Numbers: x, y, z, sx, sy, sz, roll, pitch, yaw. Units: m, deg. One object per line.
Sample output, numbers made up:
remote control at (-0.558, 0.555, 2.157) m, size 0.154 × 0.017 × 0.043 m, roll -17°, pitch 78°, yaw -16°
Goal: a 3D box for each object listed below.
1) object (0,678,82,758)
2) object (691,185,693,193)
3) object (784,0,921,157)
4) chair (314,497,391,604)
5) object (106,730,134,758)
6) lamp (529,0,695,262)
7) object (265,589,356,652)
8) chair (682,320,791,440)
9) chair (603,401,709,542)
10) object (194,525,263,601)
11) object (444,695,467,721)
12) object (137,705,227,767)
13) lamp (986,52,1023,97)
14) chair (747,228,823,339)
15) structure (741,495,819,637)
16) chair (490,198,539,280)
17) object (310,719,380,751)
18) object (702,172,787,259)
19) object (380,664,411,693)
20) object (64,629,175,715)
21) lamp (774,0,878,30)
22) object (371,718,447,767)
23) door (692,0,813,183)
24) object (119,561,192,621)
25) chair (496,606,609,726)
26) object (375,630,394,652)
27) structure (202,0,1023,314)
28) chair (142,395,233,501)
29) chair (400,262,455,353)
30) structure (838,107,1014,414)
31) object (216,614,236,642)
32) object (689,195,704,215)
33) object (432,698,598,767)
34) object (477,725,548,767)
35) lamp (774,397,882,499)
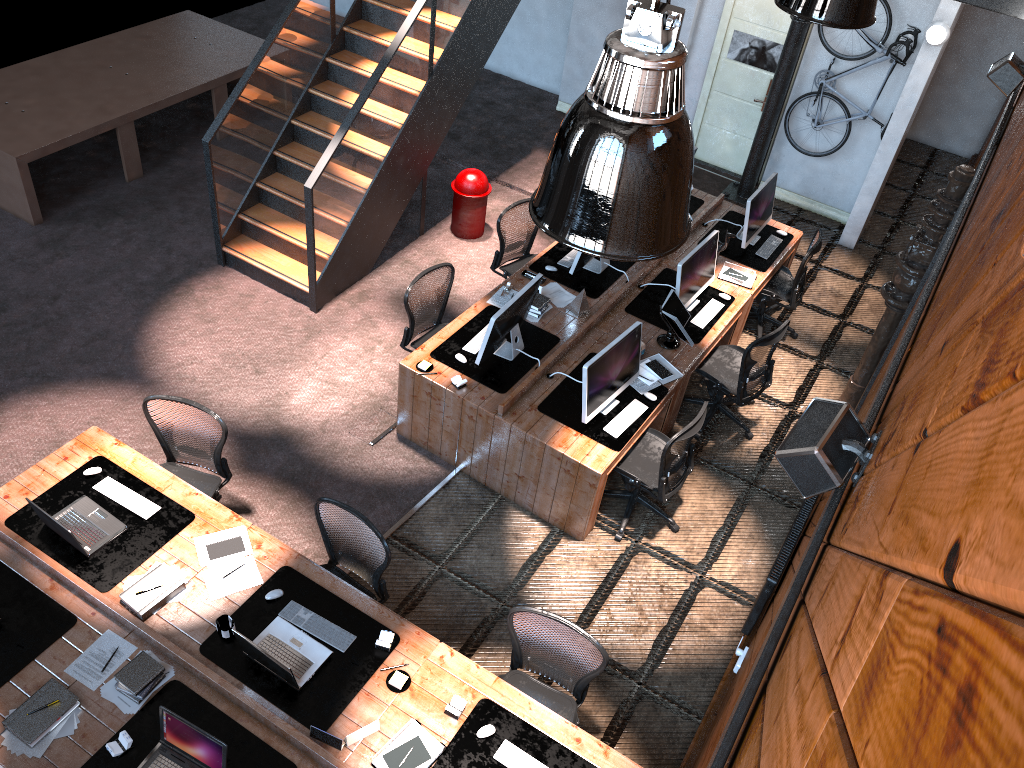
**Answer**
object at (-2.285, 1.622, 4.289) m, size 0.325 × 0.065 × 0.363 m, roll 34°, pitch 47°, yaw 26°
object at (1.785, -1.997, 9.025) m, size 0.106 × 0.063 × 0.082 m, roll 6°, pitch 42°, yaw -3°
object at (3.609, -3.183, 9.387) m, size 1.022 × 1.846 × 0.655 m, roll 9°, pitch 42°, yaw 1°
chair at (-1.062, 1.272, 5.250) m, size 0.770 × 1.085 × 0.792 m, roll 18°, pitch 42°, yaw 11°
object at (-1.877, 1.723, 4.239) m, size 0.082 × 0.063 × 0.106 m, roll 36°, pitch 48°, yaw 27°
lamp at (0.405, -1.342, 1.654) m, size 0.445 × 2.372 × 0.445 m, roll 24°, pitch 44°, yaw 17°
object at (-1.122, 1.295, 4.871) m, size 0.577 × 0.040 × 0.139 m, roll 26°, pitch 44°, yaw 18°
chair at (1.795, -0.136, 7.310) m, size 0.792 × 1.085 × 0.770 m, roll 26°, pitch 44°, yaw 18°
chair at (0.971, 0.535, 6.421) m, size 0.792 × 1.085 × 0.770 m, roll 18°, pitch 42°, yaw 11°
object at (-1.637, 1.017, 5.107) m, size 0.304 × 0.017 × 0.467 m, roll -13°, pitch 46°, yaw -23°
object at (-0.289, 1.665, 4.585) m, size 0.082 × 0.063 × 0.106 m, roll 24°, pitch 44°, yaw 17°
object at (-1.559, 1.767, 4.080) m, size 0.390 × 0.283 × 0.323 m, roll 23°, pitch 43°, yaw 15°
lamp at (3.445, -2.158, 6.128) m, size 0.262 × 0.260 × 0.328 m, roll 26°, pitch 44°, yaw 19°
chair at (2.469, -0.977, 8.364) m, size 0.792 × 1.085 × 0.770 m, roll 12°, pitch 42°, yaw 3°
structure at (1.790, 1.172, 5.902) m, size 0.073 × 0.628 × 1.064 m, roll 26°, pitch 45°, yaw 19°
chair at (0.191, -1.092, 8.102) m, size 0.792 × 1.085 × 0.770 m, roll 26°, pitch 44°, yaw 18°
object at (-0.827, 1.736, 4.397) m, size 0.347 × 0.083 × 0.129 m, roll -2°, pitch 43°, yaw -11°
object at (2.318, -1.564, 8.266) m, size 0.799 × 0.576 × 0.648 m, roll -4°, pitch 43°, yaw -14°
object at (-0.603, 1.554, 4.682) m, size 0.158 × 0.026 × 0.154 m, roll -7°, pitch 44°, yaw -17°
object at (-1.999, 1.434, 4.522) m, size 0.478 × 0.098 × 0.319 m, roll 25°, pitch 44°, yaw 18°
lamp at (1.530, -2.545, 3.172) m, size 0.445 × 2.372 × 0.445 m, roll 36°, pitch 48°, yaw 27°
object at (-0.505, 1.824, 4.376) m, size 0.229 × 0.060 × 0.316 m, roll 33°, pitch 47°, yaw 25°
door at (2.752, -3.519, 10.355) m, size 1.013 × 2.268 × 0.064 m, roll 26°, pitch 45°, yaw 19°
object at (-1.980, 1.113, 4.908) m, size 0.363 × 0.065 × 0.325 m, roll -29°, pitch 54°, yaw -35°
chair at (0.132, 1.797, 4.869) m, size 0.770 × 1.085 × 0.792 m, roll 12°, pitch 42°, yaw 3°
object at (-0.689, 1.387, 4.815) m, size 0.082 × 0.063 × 0.106 m, roll 14°, pitch 42°, yaw 6°
structure at (-0.463, -3.561, 9.056) m, size 10.620 × 4.603 × 5.793 m, roll 26°, pitch 45°, yaw 19°
chair at (-2.146, 0.663, 5.744) m, size 0.770 × 1.085 × 0.792 m, roll 5°, pitch 42°, yaw -4°
chair at (-0.518, -0.380, 7.187) m, size 0.792 × 1.085 × 0.770 m, roll 18°, pitch 42°, yaw 11°
structure at (3.296, -0.828, 7.108) m, size 0.500 × 2.745 × 1.003 m, roll 31°, pitch 46°, yaw 23°
object at (-1.527, 1.299, 4.734) m, size 0.099 × 0.138 × 0.078 m, roll 36°, pitch 48°, yaw 27°
object at (1.434, -1.768, 8.751) m, size 0.687 × 0.008 × 0.848 m, roll 27°, pitch 45°, yaw 20°
object at (0.031, 2.000, 4.309) m, size 0.848 × 0.008 × 0.687 m, roll 26°, pitch 44°, yaw 19°
object at (0.066, 1.893, 4.408) m, size 0.577 × 0.040 × 0.139 m, roll 29°, pitch 45°, yaw 21°
lamp at (1.094, 0.213, 3.083) m, size 0.283 × 0.287 × 0.328 m, roll 26°, pitch 44°, yaw 19°
